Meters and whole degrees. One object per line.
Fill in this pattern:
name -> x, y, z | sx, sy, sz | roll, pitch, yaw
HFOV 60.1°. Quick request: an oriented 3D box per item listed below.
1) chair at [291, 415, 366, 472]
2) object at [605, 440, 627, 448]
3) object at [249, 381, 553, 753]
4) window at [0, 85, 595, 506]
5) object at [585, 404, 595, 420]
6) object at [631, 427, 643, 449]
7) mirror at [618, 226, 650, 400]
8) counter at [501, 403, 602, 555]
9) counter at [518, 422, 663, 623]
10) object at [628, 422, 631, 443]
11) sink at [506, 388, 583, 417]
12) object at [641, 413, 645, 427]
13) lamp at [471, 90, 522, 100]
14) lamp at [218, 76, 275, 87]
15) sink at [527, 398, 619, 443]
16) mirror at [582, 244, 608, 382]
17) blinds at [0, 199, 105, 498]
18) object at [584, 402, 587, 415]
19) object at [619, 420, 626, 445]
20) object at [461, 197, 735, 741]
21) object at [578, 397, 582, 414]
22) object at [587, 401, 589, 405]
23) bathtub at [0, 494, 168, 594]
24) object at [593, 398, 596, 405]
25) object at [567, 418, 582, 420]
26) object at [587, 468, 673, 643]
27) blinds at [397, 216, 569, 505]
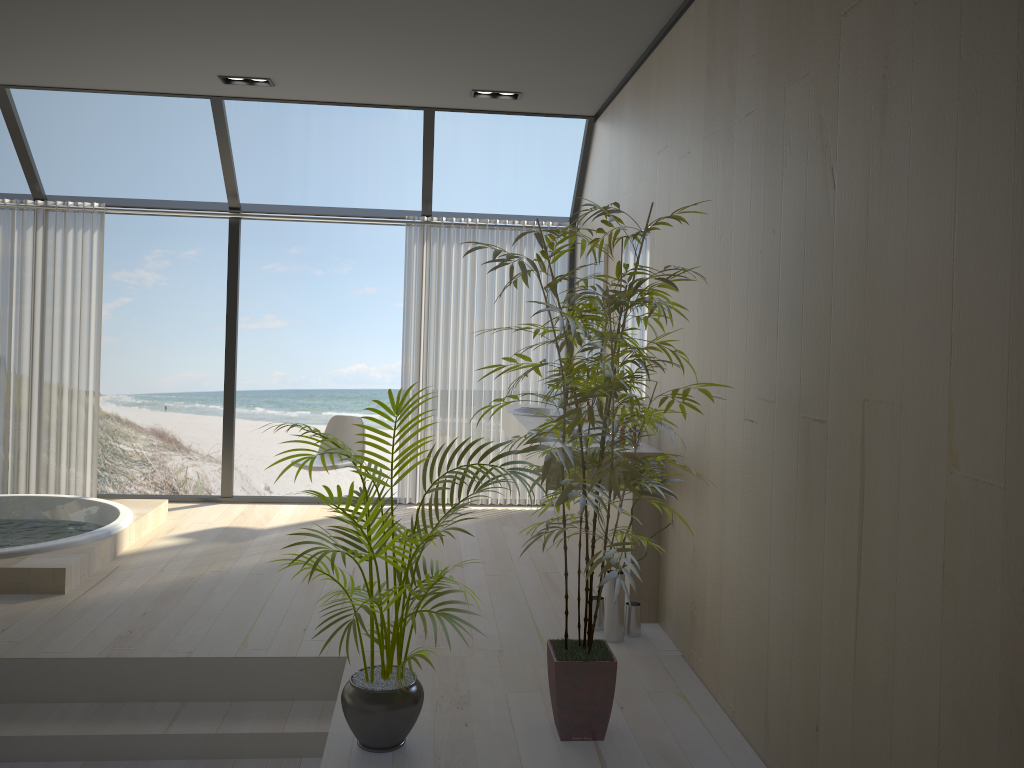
chair -> -1.222, 0.403, 5.991 | 0.369, 0.347, 0.454 | 3, 2, 23
object -> 0.488, 0.281, 4.153 | 0.104, 0.029, 0.032 | 4, 3, 35
object -> -0.439, 0.545, 2.791 | 0.917, 1.156, 0.751 | 3, 1, 28
window -> -1.788, -0.530, 6.090 | 4.559, 2.813, 0.745 | 1, 0, -5
object -> 0.469, 0.174, 5.341 | 0.058, 0.100, 0.058 | 2, 1, 1
object -> 0.582, 0.253, 4.140 | 0.058, 0.100, 0.058 | 2, 1, 5
mirror -> 0.655, -0.372, 4.696 | 0.023, 0.868, 0.654 | 2, 1, -5
counter -> 0.248, 0.581, 5.789 | 0.550, 0.790, 1.207 | 2, 3, -5
counter -> 0.361, 0.661, 4.588 | 0.550, 0.790, 1.207 | 2, 3, -5
object -> 0.584, 0.224, 4.322 | 0.039, 0.135, 0.039 | 2, 1, 36
sink -> 0.216, 0.168, 5.749 | 0.504, 0.419, 0.575 | 2, 2, -2
object -> 0.598, 0.213, 4.134 | 0.054, 0.175, 0.012 | 2, 0, 20
lamp -> -0.098, -1.833, 5.457 | 0.301, 0.112, 0.164 | 1, 3, -5
lamp -> -1.591, -1.870, 5.316 | 0.301, 0.112, 0.164 | 1, 3, -5
sink -> 0.329, 0.247, 4.549 | 0.504, 0.419, 0.575 | 2, 2, -2
mirror -> 0.531, -0.441, 5.725 | 0.023, 0.868, 0.654 | 2, 1, -5
blinds -> -3.445, -0.240, 6.129 | 1.182, 2.070, 0.084 | 2, 0, -5
object -> 0.471, 0.145, 5.523 | 0.039, 0.135, 0.039 | 2, 1, 43
object -> 0.527, 0.229, 4.224 | 0.039, 0.135, 0.039 | 2, 1, 36
object -> 0.310, 0.274, 2.901 | 0.787, 1.756, 0.935 | 2, 1, 20
object -> 0.414, 0.149, 5.425 | 0.039, 0.135, 0.039 | 2, 1, 43
object -> 0.453, 0.132, 5.316 | 0.012, 0.178, 0.050 | 2, 0, 34
bathtub -> -3.087, 0.861, 4.904 | 1.821, 0.698, 1.650 | 1, 3, -5
object -> 0.485, 0.134, 5.335 | 0.054, 0.175, 0.012 | 2, 0, 20
object -> 0.375, 0.202, 5.354 | 0.104, 0.029, 0.032 | 4, 3, 35
object -> 0.544, 0.728, 3.865 | 0.406, 0.749, 0.274 | 1, 1, -17
blinds -> -0.206, -0.161, 6.435 | 1.182, 2.070, 0.084 | 2, 0, -5
